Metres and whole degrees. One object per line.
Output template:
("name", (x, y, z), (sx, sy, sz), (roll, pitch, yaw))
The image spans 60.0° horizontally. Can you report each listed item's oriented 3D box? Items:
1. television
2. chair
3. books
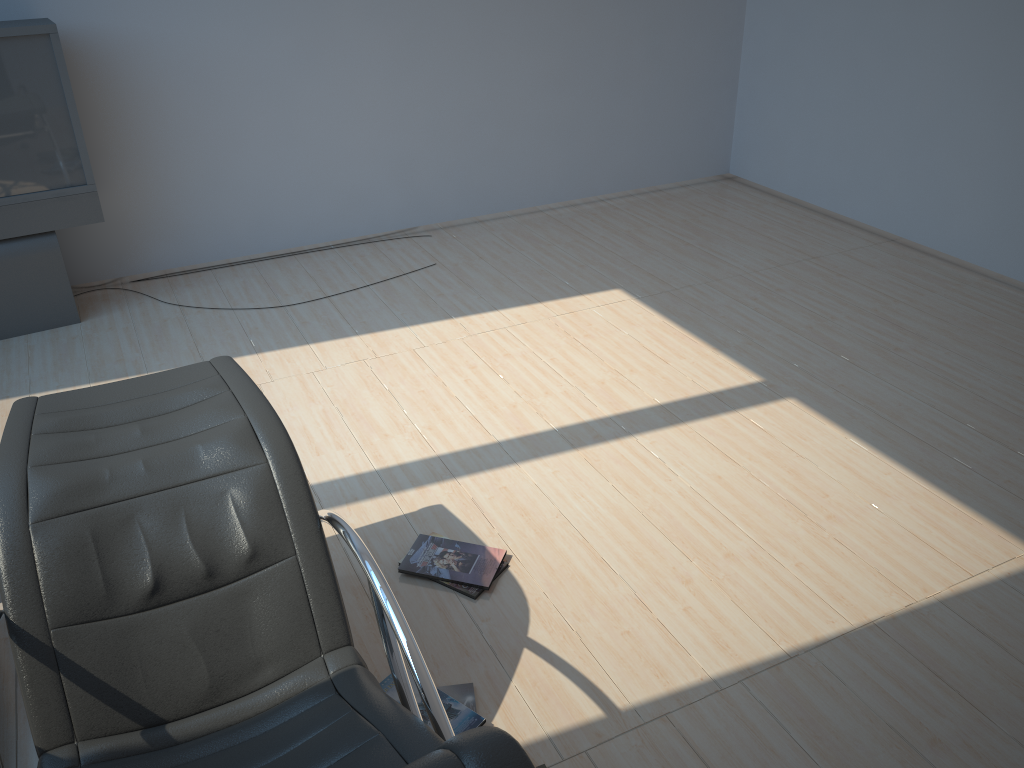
("television", (-2.900, -0.875, 4.194), (1.686, 1.446, 0.400), (-17, 33, -27))
("chair", (-0.678, 0.609, 1.925), (0.836, 0.953, 2.114), (-14, 31, -23))
("books", (-1.755, 0.297, 3.291), (4.790, 0.222, 1.045), (15, 33, 27))
